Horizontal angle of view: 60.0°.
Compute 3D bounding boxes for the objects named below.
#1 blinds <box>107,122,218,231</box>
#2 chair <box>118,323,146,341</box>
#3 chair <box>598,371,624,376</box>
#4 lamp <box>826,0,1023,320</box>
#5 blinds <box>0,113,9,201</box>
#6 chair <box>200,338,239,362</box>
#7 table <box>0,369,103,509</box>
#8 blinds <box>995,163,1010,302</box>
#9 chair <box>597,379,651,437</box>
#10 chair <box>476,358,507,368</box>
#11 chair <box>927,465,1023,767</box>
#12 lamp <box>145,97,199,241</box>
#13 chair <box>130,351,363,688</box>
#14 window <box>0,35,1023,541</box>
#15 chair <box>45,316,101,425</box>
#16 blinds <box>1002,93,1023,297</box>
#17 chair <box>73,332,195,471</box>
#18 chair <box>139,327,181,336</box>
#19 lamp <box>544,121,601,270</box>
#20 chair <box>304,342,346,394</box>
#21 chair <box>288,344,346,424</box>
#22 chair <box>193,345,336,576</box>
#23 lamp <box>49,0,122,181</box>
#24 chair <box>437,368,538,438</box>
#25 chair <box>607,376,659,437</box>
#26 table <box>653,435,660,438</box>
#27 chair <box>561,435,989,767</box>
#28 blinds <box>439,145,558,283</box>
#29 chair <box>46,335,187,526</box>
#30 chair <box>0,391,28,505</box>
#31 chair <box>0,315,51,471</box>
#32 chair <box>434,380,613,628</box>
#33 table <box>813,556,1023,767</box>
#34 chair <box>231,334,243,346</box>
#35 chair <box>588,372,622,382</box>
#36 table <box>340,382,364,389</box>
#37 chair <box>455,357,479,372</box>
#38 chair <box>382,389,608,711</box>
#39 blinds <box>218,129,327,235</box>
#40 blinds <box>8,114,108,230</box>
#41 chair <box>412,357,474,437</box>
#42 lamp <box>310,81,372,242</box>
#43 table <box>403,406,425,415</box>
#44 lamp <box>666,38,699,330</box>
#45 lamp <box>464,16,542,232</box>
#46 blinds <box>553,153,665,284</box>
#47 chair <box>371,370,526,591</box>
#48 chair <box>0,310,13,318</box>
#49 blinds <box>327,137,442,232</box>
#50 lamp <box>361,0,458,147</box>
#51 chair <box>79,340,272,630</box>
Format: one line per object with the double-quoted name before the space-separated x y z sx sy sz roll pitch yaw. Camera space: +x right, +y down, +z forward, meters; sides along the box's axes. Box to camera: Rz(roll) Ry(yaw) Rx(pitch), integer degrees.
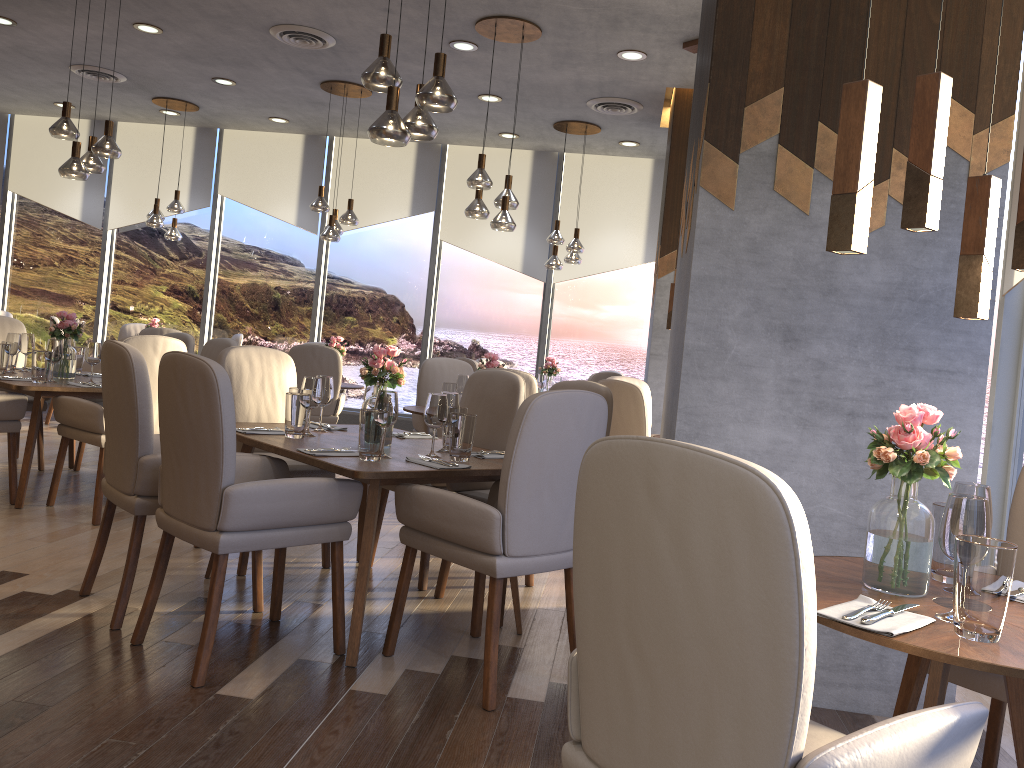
"blinds" -3.794 -2.979 9.788 1.174 2.680 0.007 6 0 7
"chair" -3.867 -0.125 9.214 0.527 1.000 0.601 5 1 -31
"chair" 0.711 0.351 8.495 0.599 1.000 0.529 5 1 -35
"lamp" 1.067 -1.099 1.871 1.159 1.931 0.118 5 1 -38
"blinds" -6.302 -2.798 10.099 1.174 2.680 0.007 6 0 7
"chair" -2.146 0.178 5.726 0.529 1.000 0.599 6 1 43
"table" -2.797 0.293 5.410 1.309 0.665 0.963 7 2 40
"blinds" 2.408 -1.724 4.616 0.007 2.680 1.173 6 1 7
"chair" 0.749 0.489 5.010 0.599 1.000 0.529 5 1 -36
"chair" -0.102 0.267 8.609 0.527 1.000 0.601 5 1 -40
"chair" 1.391 0.658 2.268 0.599 1.000 0.529 5 1 -41
"lamp" -3.379 -2.101 8.744 0.439 1.326 0.439 6 1 0
"chair" -0.890 0.406 3.000 0.529 1.000 0.599 6 1 43
"window" -0.226 -1.020 6.548 8.049 3.198 16.151 4 3 -38
"chair" -4.126 -0.122 8.477 0.599 1.000 0.529 5 1 -27
"blinds" 2.256 -1.709 3.379 0.007 2.680 1.173 6 1 7
"chair" -2.569 0.122 6.098 0.529 1.000 0.599 6 1 38
"chair" -3.310 -0.031 8.197 0.527 1.000 0.601 5 1 -30
"lamp" 0.534 -1.695 8.134 0.439 1.326 0.440 5 1 -26
"chair" -1.808 0.117 8.175 0.528 1.000 0.600 5 1 -12
"chair" -1.596 0.182 7.034 0.528 1.000 0.600 5 1 -12
"chair" -1.163 0.331 4.250 0.527 1.000 0.601 5 1 -40
"lamp" -2.564 -1.893 5.414 0.439 1.326 0.439 6 1 12
"chair" -0.155 0.392 5.237 0.528 1.000 0.600 5 1 -16
"chair" 0.880 0.468 5.902 0.527 1.000 0.601 5 1 -33
"table" 1.239 0.692 5.346 0.835 0.662 0.833 6 2 27
"chair" 0.395 0.591 1.461 0.599 1.000 0.529 5 1 -40
"blinds" -0.097 -2.447 9.324 1.174 2.680 0.007 6 0 7
"chair" -2.150 0.211 4.873 0.601 1.000 0.527 6 1 38
"chair" -3.002 0.133 4.730 0.529 1.000 0.599 6 1 36
"chair" -3.429 0.044 5.937 0.601 1.000 0.527 6 1 43
"chair" 0.076 0.467 3.872 0.599 1.000 0.529 5 1 -40
"table" 0.917 0.795 1.863 0.833 0.662 0.834 6 1 -2
"chair" -3.082 -0.039 8.974 0.599 1.000 0.529 5 1 -26
"chair" 0.606 0.372 7.691 0.527 1.000 0.601 5 1 -39
"table" -1.719 0.316 7.599 0.833 0.662 0.835 5 2 -33
"chair" -0.244 0.283 7.839 0.599 1.000 0.529 5 1 -36
"chair" -0.041 0.488 3.040 0.527 1.000 0.601 5 1 -45
"blinds" -2.548 -2.997 9.633 1.174 2.680 0.007 6 0 7
"blinds" -5.025 -3.106 9.942 1.174 2.680 0.007 6 0 7
"chair" -0.453 0.319 6.359 0.528 1.000 0.600 5 1 -17
"lamp" -1.485 -1.872 7.607 0.439 1.326 0.439 6 1 9
"table" -0.328 0.521 5.814 0.833 0.662 0.835 5 2 -19
"lamp" 1.415 -1.198 5.335 0.118 1.931 1.163 5 1 -38
"lamp" -0.087 -1.666 5.812 0.440 1.326 0.439 6 1 14
"blinds" 1.136 -2.320 9.170 1.174 2.680 0.007 6 0 7
"chair" -0.298 0.414 4.295 0.599 1.000 0.529 5 1 -45
"chair" -5.504 -0.279 9.064 0.600 1.000 0.528 6 1 21
"blinds" -1.301 -2.869 9.477 1.174 2.680 0.007 6 0 7
"lamp" -0.378 -1.610 3.606 0.439 1.326 0.439 6 1 -8
"chair" -1.282 0.352 3.411 0.599 1.000 0.529 5 1 -40
